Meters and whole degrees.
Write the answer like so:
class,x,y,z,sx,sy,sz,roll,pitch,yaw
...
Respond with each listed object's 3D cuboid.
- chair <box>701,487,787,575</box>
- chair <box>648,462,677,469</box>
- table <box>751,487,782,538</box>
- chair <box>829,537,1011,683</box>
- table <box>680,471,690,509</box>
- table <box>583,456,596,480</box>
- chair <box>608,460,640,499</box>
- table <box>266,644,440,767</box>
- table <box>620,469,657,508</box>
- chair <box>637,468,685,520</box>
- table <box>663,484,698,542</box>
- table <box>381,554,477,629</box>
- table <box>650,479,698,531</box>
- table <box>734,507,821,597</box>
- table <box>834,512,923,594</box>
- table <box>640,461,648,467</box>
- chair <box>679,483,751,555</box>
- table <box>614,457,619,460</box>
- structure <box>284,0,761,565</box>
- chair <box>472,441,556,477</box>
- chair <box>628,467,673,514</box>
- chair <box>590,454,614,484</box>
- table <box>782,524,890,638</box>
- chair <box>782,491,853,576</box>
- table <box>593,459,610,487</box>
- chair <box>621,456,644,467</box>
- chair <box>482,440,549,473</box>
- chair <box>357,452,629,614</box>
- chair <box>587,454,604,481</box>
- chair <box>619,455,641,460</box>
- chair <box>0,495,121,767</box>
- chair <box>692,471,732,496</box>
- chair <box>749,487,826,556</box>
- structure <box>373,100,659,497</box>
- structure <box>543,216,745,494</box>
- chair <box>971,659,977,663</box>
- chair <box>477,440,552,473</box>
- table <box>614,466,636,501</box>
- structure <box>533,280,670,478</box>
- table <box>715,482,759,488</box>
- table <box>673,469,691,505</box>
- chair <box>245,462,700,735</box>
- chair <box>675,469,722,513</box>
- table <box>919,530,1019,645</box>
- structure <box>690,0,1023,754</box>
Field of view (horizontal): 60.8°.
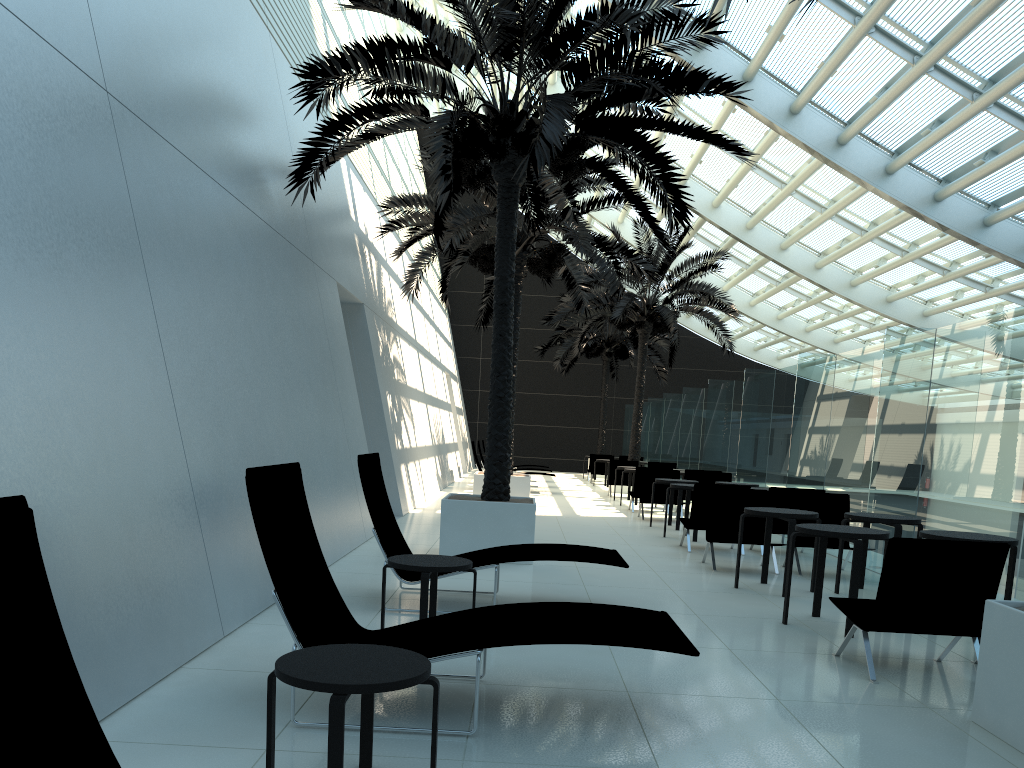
class,x,y,z,sx,sy,sz,roll,pitch,yaw
chair,2.576,1.621,9.660,0.716,0.896,0.879,3,2,1
chair,3.647,2.328,20.886,0.716,0.896,0.879,3,2,1
table,3.561,1.896,12.546,0.673,0.789,0.679,6,4,43
chair,2.539,1.382,5.579,0.716,0.896,0.879,3,2,1
table,3.631,2.227,18.185,0.673,0.789,0.679,6,4,43
table,2.803,2.838,29.458,0.680,0.789,0.673,1,4,-42
chair,2.715,2.280,20.891,0.716,0.896,0.879,3,2,1
table,-0.583,1.265,3.181,0.549,0.522,0.554,5,2,43
table,2.663,2.177,18.191,0.673,0.789,0.679,6,4,43
chair,2.646,1.952,15.312,0.716,0.896,0.879,3,2,1
table,2.593,1.846,12.552,0.673,0.789,0.679,6,4,43
table,-0.551,1.416,5.751,0.549,0.522,0.554,5,2,43
table,2.620,1.932,14.017,0.674,0.789,0.678,5,3,39
table,2.550,1.601,8.378,0.674,0.789,0.678,5,3,39
table,3.518,1.652,8.372,0.674,0.789,0.678,5,3,39
table,3.729,2.644,25.278,0.674,0.789,0.678,5,3,39
chair,2.611,1.722,11.369,0.716,0.896,0.879,3,2,1
table,3.771,2.888,29.453,0.680,0.789,0.673,1,4,-42
structure,0.010,-1.501,9.311,4.649,6.906,4.222,1,5,-21
chair,0.039,2.008,21.056,2.036,1.170,0.913,3,3,0
chair,2.681,2.052,17.008,0.716,0.896,0.879,3,2,1
chair,2.786,2.613,26.579,0.716,0.896,0.879,3,2,1
table,2.521,1.506,6.762,0.673,0.789,0.679,6,4,43
chair,3.507,1.669,9.655,0.716,0.896,0.879,3,2,1
table,2.760,2.593,25.284,0.674,0.789,0.678,5,3,39
chair,3.717,2.662,26.573,0.716,0.896,0.879,3,2,1
chair,0.104,2.314,26.277,2.036,1.170,0.913,3,3,0
chair,-0.137,1.176,6.871,2.036,1.170,0.913,3,3,0
chair,2.822,2.714,28.275,0.716,0.896,0.879,3,2,1
chair,3.753,2.762,28.270,0.716,0.896,0.879,3,2,1
chair,-0.201,0.874,1.730,2.036,1.170,0.913,3,3,0
chair,3.577,2.001,15.307,0.716,0.896,0.879,3,2,1
chair,3.543,1.770,11.364,0.716,0.896,0.879,3,2,1
structure,-0.119,-1.190,15.305,4.253,6.967,4.618,6,5,34
structure,3.331,-0.644,22.698,4.827,7.095,4.388,3,4,-6
chair,3.470,1.430,5.574,0.716,0.896,0.879,3,2,1
chair,0.071,2.159,23.627,2.036,1.170,0.913,3,3,0
table,2.690,2.261,19.621,0.674,0.789,0.678,5,3,39
structure,3.459,-0.165,30.837,4.464,7.093,4.747,1,4,-21
table,3.588,1.982,14.011,0.674,0.789,0.678,5,3,39
table,3.658,2.311,19.615,0.674,0.789,0.678,5,3,39
chair,-0.169,1.025,4.300,2.036,1.170,0.913,3,3,0
chair,3.613,2.101,17.002,0.716,0.896,0.879,3,2,1
table,3.489,1.556,6.756,0.673,0.789,0.679,6,4,43
structure,3.098,-1.766,3.567,4.801,7.095,4.412,4,4,19
